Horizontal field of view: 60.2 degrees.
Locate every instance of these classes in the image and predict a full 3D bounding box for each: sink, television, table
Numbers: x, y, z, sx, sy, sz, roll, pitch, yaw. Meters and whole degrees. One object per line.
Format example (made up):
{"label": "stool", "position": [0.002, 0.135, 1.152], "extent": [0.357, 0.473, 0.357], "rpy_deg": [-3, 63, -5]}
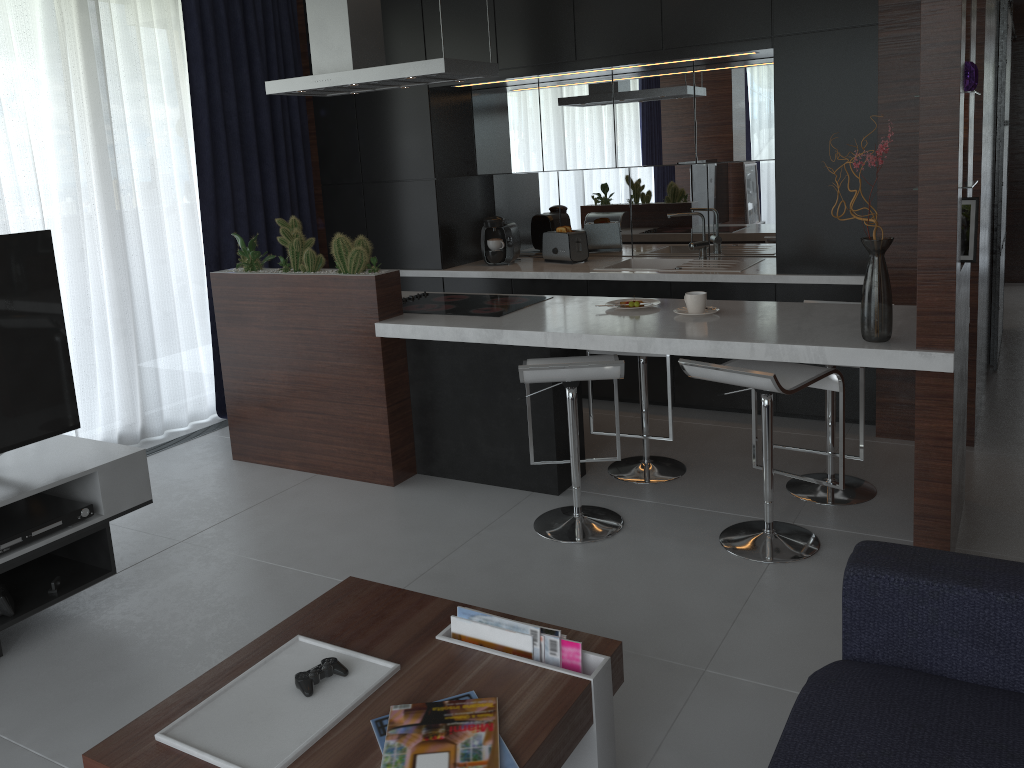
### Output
{"label": "sink", "position": [0.956, -0.718, 5.054], "extent": [0.855, 0.485, 0.511], "rpy_deg": [4, 15, 30]}
{"label": "television", "position": [-1.873, 0.009, 2.558], "extent": [0.298, 0.773, 1.249], "rpy_deg": [2, 14, 30]}
{"label": "table", "position": [-0.283, 0.812, 1.890], "extent": [0.807, 0.347, 0.813], "rpy_deg": [4, 16, 30]}

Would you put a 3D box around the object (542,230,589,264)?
{"label": "object", "position": [0.324, -0.851, 5.477], "extent": [0.178, 0.192, 0.262], "rpy_deg": [-13, 16, -37]}

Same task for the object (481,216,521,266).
{"label": "object", "position": [-0.077, -0.917, 5.603], "extent": [0.214, 0.307, 0.274], "rpy_deg": [0, 12, 16]}

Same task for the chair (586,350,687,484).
{"label": "chair", "position": [0.610, 0.020, 3.960], "extent": [0.396, 0.728, 0.471], "rpy_deg": [2, 12, 26]}

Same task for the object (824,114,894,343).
{"label": "object", "position": [1.136, -0.499, 2.869], "extent": [0.198, 0.723, 0.394], "rpy_deg": [-2, 11, 12]}

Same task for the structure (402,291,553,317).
{"label": "structure", "position": [-0.257, -0.369, 4.182], "extent": [0.765, 0.056, 0.512], "rpy_deg": [5, 17, 30]}

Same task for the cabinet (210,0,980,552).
{"label": "cabinet", "position": [0.099, -0.816, 3.765], "extent": [3.341, 2.511, 0.797], "rpy_deg": [4, 13, 30]}

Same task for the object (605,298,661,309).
{"label": "object", "position": [0.521, -0.341, 3.816], "extent": [0.238, 0.019, 0.243], "rpy_deg": [-3, 15, 3]}

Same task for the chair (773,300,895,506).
{"label": "chair", "position": [1.319, 0.067, 3.603], "extent": [0.397, 0.728, 0.470], "rpy_deg": [4, 14, 36]}

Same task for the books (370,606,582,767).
{"label": "books", "position": [0.529, -0.263, 5.490], "extent": [0.405, 0.366, 8.389], "rpy_deg": [-2, 15, 10]}

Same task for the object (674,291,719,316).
{"label": "object", "position": [0.743, -0.324, 3.561], "extent": [0.182, 0.085, 0.185], "rpy_deg": [-2, 14, 7]}

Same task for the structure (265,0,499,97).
{"label": "structure", "position": [-0.646, -1.774, 4.112], "extent": [1.046, 0.748, 0.453], "rpy_deg": [4, 13, 30]}

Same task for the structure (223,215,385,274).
{"label": "structure", "position": [-1.006, -0.645, 4.129], "extent": [1.003, 0.281, 0.226], "rpy_deg": [6, 15, 33]}

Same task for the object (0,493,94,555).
{"label": "object", "position": [-1.647, 0.466, 2.852], "extent": [0.336, 0.052, 0.437], "rpy_deg": [5, 17, 30]}

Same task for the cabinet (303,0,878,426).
{"label": "cabinet", "position": [0.392, -1.230, 5.282], "extent": [3.485, 2.513, 0.715], "rpy_deg": [4, 13, 30]}

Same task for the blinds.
{"label": "blinds", "position": [-0.001, -0.369, 1.645], "extent": [7.157, 2.728, 5.885], "rpy_deg": [6, 17, 33]}

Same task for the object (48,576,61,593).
{"label": "object", "position": [-1.491, 0.657, 2.887], "extent": [0.044, 0.042, 0.044], "rpy_deg": [4, 14, 30]}

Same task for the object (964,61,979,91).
{"label": "object", "position": [1.442, -0.993, 2.872], "extent": [0.135, 0.096, 0.134], "rpy_deg": [-8, 14, -19]}

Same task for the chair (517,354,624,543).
{"label": "chair", "position": [0.227, 0.213, 3.374], "extent": [0.396, 0.697, 0.472], "rpy_deg": [-3, 11, 3]}

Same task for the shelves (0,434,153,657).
{"label": "shelves", "position": [-2.240, 0.733, 2.379], "extent": [0.874, 0.491, 2.386], "rpy_deg": [4, 16, 30]}

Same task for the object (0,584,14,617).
{"label": "object", "position": [-1.650, 0.691, 2.734], "extent": [0.185, 0.078, 0.118], "rpy_deg": [-11, 15, -28]}

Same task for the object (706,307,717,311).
{"label": "object", "position": [0.776, -0.310, 3.615], "extent": [0.036, 0.012, 0.167], "rpy_deg": [-13, 17, -32]}

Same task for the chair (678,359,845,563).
{"label": "chair", "position": [0.882, 0.232, 3.138], "extent": [0.468, 0.698, 0.399], "rpy_deg": [-14, 15, -41]}

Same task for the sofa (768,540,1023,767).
{"label": "sofa", "position": [0.162, 0.917, 0.884], "extent": [1.903, 0.598, 2.918], "rpy_deg": [5, 17, 30]}

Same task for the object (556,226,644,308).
{"label": "object", "position": [0.424, -0.651, 4.618], "extent": [0.140, 0.218, 1.911], "rpy_deg": [-4, 15, -4]}

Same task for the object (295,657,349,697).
{"label": "object", "position": [-0.416, 0.627, 1.910], "extent": [0.071, 0.036, 0.114], "rpy_deg": [9, 19, 42]}

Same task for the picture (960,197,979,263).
{"label": "picture", "position": [1.508, -0.531, 3.047], "extent": [0.176, 0.218, 0.051], "rpy_deg": [4, 13, 34]}

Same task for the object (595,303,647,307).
{"label": "object", "position": [0.479, -0.340, 3.785], "extent": [0.248, 0.008, 0.027], "rpy_deg": [-4, 14, 0]}
